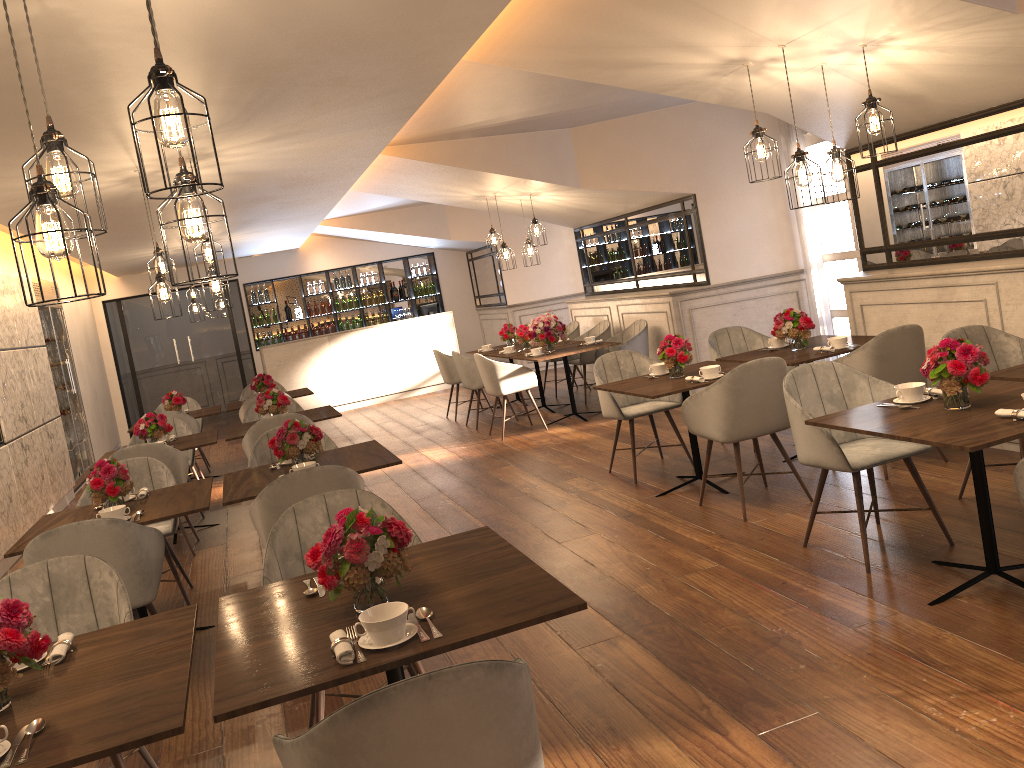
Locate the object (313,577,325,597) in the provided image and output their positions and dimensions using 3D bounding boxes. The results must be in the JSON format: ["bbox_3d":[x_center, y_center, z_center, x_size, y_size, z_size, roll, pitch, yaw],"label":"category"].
[{"bbox_3d":[-0.587,0.619,2.706,0.022,0.004,0.211,-12,7,-17],"label":"object"}]

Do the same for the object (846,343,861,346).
[{"bbox_3d":[2.207,-0.260,5.755,0.043,0.015,0.197,-13,7,-20],"label":"object"}]

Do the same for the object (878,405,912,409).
[{"bbox_3d":[1.615,0.091,3.730,0.043,0.015,0.197,-12,7,-13],"label":"object"}]

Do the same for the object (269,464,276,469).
[{"bbox_3d":[-1.375,0.472,5.064,0.043,0.015,0.197,-13,7,-20],"label":"object"}]

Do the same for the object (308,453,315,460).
[{"bbox_3d":[-1.171,0.413,5.150,0.056,0.039,0.176,-12,7,-17],"label":"object"}]

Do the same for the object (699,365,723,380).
[{"bbox_3d":[1.217,-0.069,5.421,0.148,0.072,0.149,-5,8,40],"label":"object"}]

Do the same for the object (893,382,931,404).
[{"bbox_3d":[1.702,0.040,3.778,0.148,0.072,0.149,-5,8,40],"label":"object"}]

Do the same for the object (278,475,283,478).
[{"bbox_3d":[-1.166,0.488,4.512,0.056,0.039,0.176,-12,7,-17],"label":"object"}]

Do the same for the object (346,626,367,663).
[{"bbox_3d":[-0.383,0.636,2.170,0.025,0.024,0.193,-12,7,-17],"label":"object"}]

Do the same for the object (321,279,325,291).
[{"bbox_3d":[-3.248,-1.691,15.164,0.069,0.208,0.040,-12,4,-18],"label":"object"}]

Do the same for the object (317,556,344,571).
[{"bbox_3d":[-0.528,0.568,2.752,0.149,0.072,0.148,-15,8,-39],"label":"object"}]

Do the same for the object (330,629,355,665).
[{"bbox_3d":[-0.414,0.636,2.150,0.056,0.039,0.176,-12,7,-17],"label":"object"}]

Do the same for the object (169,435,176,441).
[{"bbox_3d":[-2.812,0.447,7.329,0.056,0.039,0.176,-12,7,-17],"label":"object"}]

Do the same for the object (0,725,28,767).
[{"bbox_3d":[-1.099,0.801,1.960,0.022,0.004,0.211,-12,7,-17],"label":"object"}]

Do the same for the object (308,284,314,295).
[{"bbox_3d":[-3.430,-1.614,15.106,0.070,0.189,0.041,-12,4,-18],"label":"object"}]

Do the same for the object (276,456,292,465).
[{"bbox_3d":[-1.281,0.419,5.115,0.149,0.072,0.148,-15,8,-39],"label":"object"}]

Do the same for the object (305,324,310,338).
[{"bbox_3d":[-3.505,-0.892,15.118,0.066,0.260,0.065,-13,5,-38],"label":"object"}]

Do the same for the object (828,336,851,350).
[{"bbox_3d":[2.101,-0.263,5.702,0.148,0.072,0.149,-5,8,40],"label":"object"}]

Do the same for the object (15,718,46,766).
[{"bbox_3d":[-1.072,0.790,1.961,0.043,0.015,0.197,-12,7,-13],"label":"object"}]

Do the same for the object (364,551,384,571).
[{"bbox_3d":[-0.386,0.471,2.363,0.077,0.052,0.050,-6,7,39],"label":"object"}]

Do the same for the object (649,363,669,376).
[{"bbox_3d":[0.998,-0.098,5.990,0.148,0.072,0.149,-5,8,40],"label":"object"}]

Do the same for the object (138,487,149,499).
[{"bbox_3d":[-2.031,0.601,4.877,0.056,0.039,0.176,-12,7,-17],"label":"object"}]

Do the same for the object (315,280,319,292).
[{"bbox_3d":[-3.342,-1.671,15.134,0.069,0.208,0.040,-12,4,-18],"label":"object"}]

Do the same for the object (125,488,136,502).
[{"bbox_3d":[-2.141,0.608,4.841,0.149,0.072,0.148,-15,8,-39],"label":"object"}]

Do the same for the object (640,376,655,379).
[{"bbox_3d":[0.911,-0.047,5.942,0.043,0.015,0.197,-12,7,-13],"label":"object"}]

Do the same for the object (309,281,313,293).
[{"bbox_3d":[-3.437,-1.650,15.104,0.069,0.208,0.040,-12,4,-18],"label":"object"}]

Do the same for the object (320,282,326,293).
[{"bbox_3d":[-3.242,-1.656,15.166,0.070,0.189,0.041,-12,4,-18],"label":"object"}]

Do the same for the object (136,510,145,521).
[{"bbox_3d":[-1.824,0.642,4.324,0.043,0.015,0.197,-12,7,-13],"label":"object"}]

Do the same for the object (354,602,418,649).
[{"bbox_3d":[-0.310,0.596,2.183,0.149,0.072,0.148,-15,8,-39],"label":"object"}]

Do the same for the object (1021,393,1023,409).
[{"bbox_3d":[1.921,0.069,3.209,0.148,0.072,0.149,-5,8,40],"label":"object"}]

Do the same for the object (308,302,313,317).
[{"bbox_3d":[-3.452,-1.273,15.133,0.066,0.260,0.065,-13,5,-38],"label":"object"}]

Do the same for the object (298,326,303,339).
[{"bbox_3d":[-3.609,-0.869,15.085,0.066,0.260,0.065,-13,5,-38],"label":"object"}]

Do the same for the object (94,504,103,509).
[{"bbox_3d":[-2.236,0.660,4.791,0.043,0.015,0.197,-13,7,-20],"label":"object"}]

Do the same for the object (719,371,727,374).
[{"bbox_3d":[1.322,-0.066,5.474,0.043,0.015,0.197,-13,7,-20],"label":"object"}]

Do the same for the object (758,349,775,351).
[{"bbox_3d":[1.795,-0.241,6.223,0.043,0.015,0.197,-12,7,-13],"label":"object"}]

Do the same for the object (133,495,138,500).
[{"bbox_3d":[-2.059,0.616,4.858,0.025,0.024,0.193,-12,7,-17],"label":"object"}]

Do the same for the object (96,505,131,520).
[{"bbox_3d":[-1.922,0.637,4.272,0.149,0.072,0.148,-15,8,-39],"label":"object"}]

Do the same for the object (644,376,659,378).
[{"bbox_3d":[0.939,-0.047,5.944,0.022,0.004,0.211,-12,7,-17],"label":"object"}]

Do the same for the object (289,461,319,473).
[{"bbox_3d":[-1.062,0.448,4.545,0.149,0.072,0.148,-15,8,-39],"label":"object"}]

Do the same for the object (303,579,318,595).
[{"bbox_3d":[-0.623,0.620,2.702,0.043,0.015,0.197,-13,7,-20],"label":"object"}]

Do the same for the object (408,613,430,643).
[{"bbox_3d":[-0.239,0.613,2.233,0.022,0.004,0.211,-12,7,-17],"label":"object"}]

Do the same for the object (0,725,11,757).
[{"bbox_3d":[-1.170,0.785,1.910,0.149,0.072,0.148,-15,8,-39],"label":"object"}]

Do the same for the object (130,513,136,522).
[{"bbox_3d":[-1.851,0.653,4.322,0.022,0.004,0.211,-12,7,-17],"label":"object"}]

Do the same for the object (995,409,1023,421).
[{"bbox_3d":[1.817,0.109,3.176,0.056,0.039,0.176,-12,7,-17],"label":"object"}]

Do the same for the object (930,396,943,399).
[{"bbox_3d":[1.784,0.048,3.794,0.025,0.024,0.193,-12,7,-17],"label":"object"}]

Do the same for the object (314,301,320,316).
[{"bbox_3d":[-3.348,-1.296,15.166,0.066,0.260,0.065,-13,5,-38],"label":"object"}]

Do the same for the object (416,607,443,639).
[{"bbox_3d":[-0.205,0.600,2.237,0.043,0.015,0.197,-13,7,-20],"label":"object"}]

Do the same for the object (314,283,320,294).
[{"bbox_3d":[-3.336,-1.635,15.136,0.070,0.189,0.041,-12,4,-18],"label":"object"}]

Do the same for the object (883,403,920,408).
[{"bbox_3d":[1.644,0.092,3.732,0.022,0.004,0.211,-12,7,-17],"label":"object"}]

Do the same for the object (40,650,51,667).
[{"bbox_3d":[-1.307,0.764,2.495,0.025,0.024,0.193,-12,7,-17],"label":"object"}]

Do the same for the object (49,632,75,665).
[{"bbox_3d":[-1.279,0.749,2.514,0.056,0.039,0.176,-12,7,-17],"label":"object"}]

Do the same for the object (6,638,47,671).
[{"bbox_3d":[-1.389,0.756,2.479,0.149,0.072,0.148,-15,8,-39],"label":"object"}]

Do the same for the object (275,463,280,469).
[{"bbox_3d":[-1.339,0.471,5.068,0.022,0.004,0.211,-12,7,-17],"label":"object"}]

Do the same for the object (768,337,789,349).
[{"bbox_3d":[1.883,-0.292,6.271,0.148,0.072,0.149,-5,8,40],"label":"object"}]

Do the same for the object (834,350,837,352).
[{"bbox_3d":[2.028,-0.224,5.688,0.025,0.024,0.193,-12,7,-17],"label":"object"}]

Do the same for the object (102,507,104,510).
[{"bbox_3d":[-2.200,0.659,4.795,0.022,0.004,0.211,-12,7,-17],"label":"object"}]

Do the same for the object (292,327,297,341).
[{"bbox_3d":[-3.712,-0.847,15.052,0.066,0.260,0.065,-13,5,-38],"label":"object"}]

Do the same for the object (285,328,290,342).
[{"bbox_3d":[-3.816,-0.824,15.019,0.066,0.260,0.065,-13,5,-38],"label":"object"}]
